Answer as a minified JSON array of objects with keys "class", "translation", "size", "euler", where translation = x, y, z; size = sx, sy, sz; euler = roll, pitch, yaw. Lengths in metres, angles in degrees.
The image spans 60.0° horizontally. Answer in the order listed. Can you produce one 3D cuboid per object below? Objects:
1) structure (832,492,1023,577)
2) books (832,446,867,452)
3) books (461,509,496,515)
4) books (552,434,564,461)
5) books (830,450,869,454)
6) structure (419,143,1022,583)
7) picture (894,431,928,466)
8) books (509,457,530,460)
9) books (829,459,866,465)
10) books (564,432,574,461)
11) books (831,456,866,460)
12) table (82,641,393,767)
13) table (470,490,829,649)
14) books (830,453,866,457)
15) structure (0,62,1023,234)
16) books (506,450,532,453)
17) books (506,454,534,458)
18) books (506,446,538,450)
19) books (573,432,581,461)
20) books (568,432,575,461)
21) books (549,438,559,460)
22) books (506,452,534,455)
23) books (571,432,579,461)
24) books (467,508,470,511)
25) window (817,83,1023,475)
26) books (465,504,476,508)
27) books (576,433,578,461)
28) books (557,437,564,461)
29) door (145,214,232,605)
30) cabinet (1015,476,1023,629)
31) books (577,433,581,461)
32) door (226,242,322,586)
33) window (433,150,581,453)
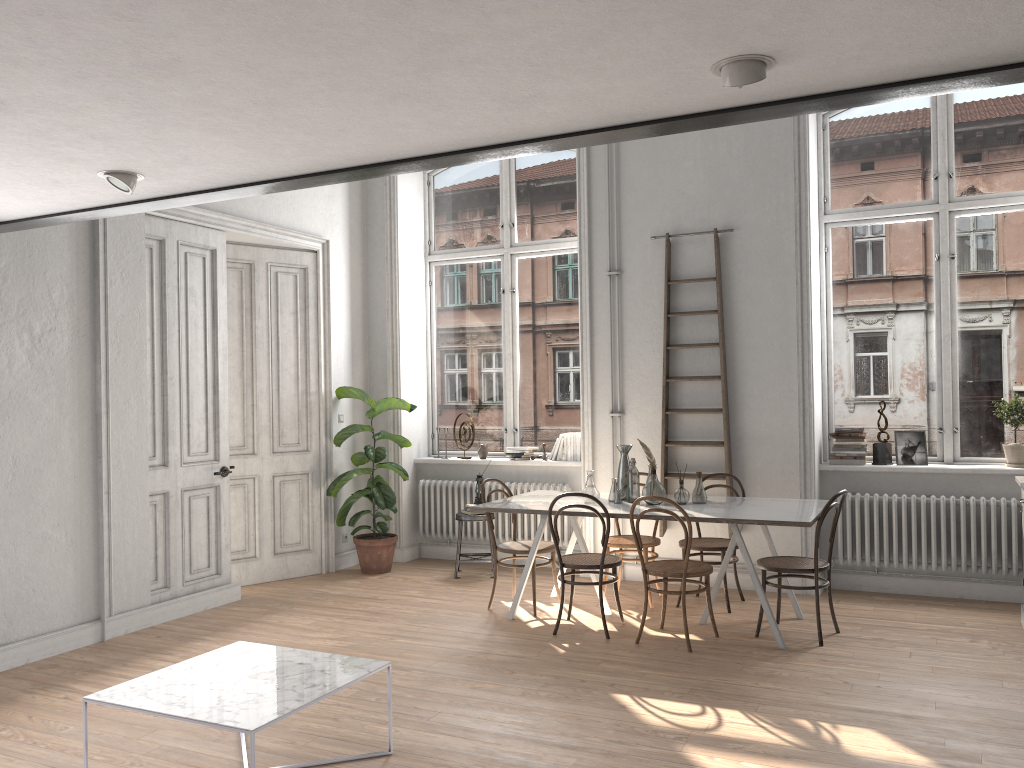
[{"class":"structure","translation":[3.132,1.074,6.395],"size":[1.577,0.552,0.194],"euler":[-1,0,26]},{"class":"books","translation":[2.600,0.499,6.831],"size":[0.245,0.028,0.193],"euler":[-1,-1,21]},{"class":"books","translation":[-0.285,1.092,7.620],"size":[0.246,0.034,0.194],"euler":[-1,-1,-24]},{"class":"books","translation":[0.432,0.559,7.896],"size":[0.100,0.235,0.174],"euler":[-1,0,26]},{"class":"books","translation":[2.600,0.521,6.830],"size":[0.255,0.014,0.192],"euler":[-1,-1,29]},{"class":"structure","translation":[1.412,-0.641,7.143],"size":[5.182,4.474,0.340],"euler":[-1,0,26]},{"class":"picture","translation":[2.997,0.483,6.685],"size":[0.221,0.264,0.149],"euler":[-1,0,10]},{"class":"books","translation":[0.068,0.675,8.063],"size":[0.147,0.023,0.221],"euler":[-1,-1,-15]},{"class":"books","translation":[2.585,0.595,6.822],"size":[0.248,0.043,0.192],"euler":[-1,-1,26]},{"class":"books","translation":[0.507,0.554,7.884],"size":[0.024,0.243,0.175],"euler":[-1,0,26]},{"class":"books","translation":[2.585,0.563,6.820],"size":[0.249,0.023,0.175],"euler":[-1,-1,22]},{"class":"table","translation":[-1.081,1.393,3.605],"size":[0.849,0.392,0.849],"euler":[-1,-1,26]},{"class":"table","translation":[0.950,1.198,5.996],"size":[2.200,0.780,1.100],"euler":[-1,-1,26]},{"class":"books","translation":[2.585,0.540,6.820],"size":[0.249,0.023,0.175],"euler":[-1,-1,27]},{"class":"structure","translation":[-1.310,-1.481,1.762],"size":[5.927,1.213,4.158],"euler":[-1,-1,26]},{"class":"books","translation":[0.069,0.609,8.043],"size":[0.205,0.020,0.155],"euler":[-1,-1,16]},{"class":"books","translation":[0.071,0.652,8.057],"size":[0.155,0.022,0.205],"euler":[0,-1,-44]},{"class":"books","translation":[0.095,0.583,8.053],"size":[0.244,0.019,0.174],"euler":[-2,-1,36]},{"class":"books","translation":[0.586,0.552,7.840],"size":[0.019,0.243,0.174],"euler":[-1,0,26]},{"class":"books","translation":[0.537,0.553,7.835],"size":[0.024,0.243,0.175],"euler":[-1,0,26]},{"class":"books","translation":[0.400,0.579,7.917],"size":[0.105,0.194,0.155],"euler":[-1,0,25]},{"class":"books","translation":[0.072,0.630,8.055],"size":[0.221,0.023,0.147],"euler":[-2,-1,42]},{"class":"books","translation":[0.561,0.552,7.833],"size":[0.019,0.243,0.174],"euler":[-1,0,26]},{"class":"books","translation":[-0.274,1.066,7.618],"size":[0.232,0.029,0.163],"euler":[-1,-1,-3]},{"class":"window","translation":[10.163,-5.322,6.643],"size":[14.386,15.934,26.397],"euler":[-1,-1,26]},{"class":"books","translation":[-0.272,1.044,7.618],"size":[0.221,0.027,0.147],"euler":[-1,-1,-32]},{"class":"books","translation":[0.608,0.552,7.835],"size":[0.024,0.243,0.175],"euler":[-1,0,26]},{"class":"books","translation":[0.456,0.575,7.886],"size":[0.072,0.203,0.155],"euler":[-1,0,26]},{"class":"door","translation":[-2.429,0.240,6.296],"size":[0.216,2.814,1.097],"euler":[-1,0,27]},{"class":"cabinet","translation":[2.834,-0.258,4.178],"size":[0.635,3.583,3.250],"euler":[-1,0,26]},{"class":"books","translation":[0.617,0.551,7.806],"size":[0.019,0.243,0.174],"euler":[-1,0,26]},{"class":"door","translation":[-2.070,0.248,7.414],"size":[1.097,2.814,0.216],"euler":[-1,0,-39]},{"class":"window","translation":[-0.018,-0.778,8.293],"size":[1.622,2.843,0.013],"euler":[-1,0,26]}]
